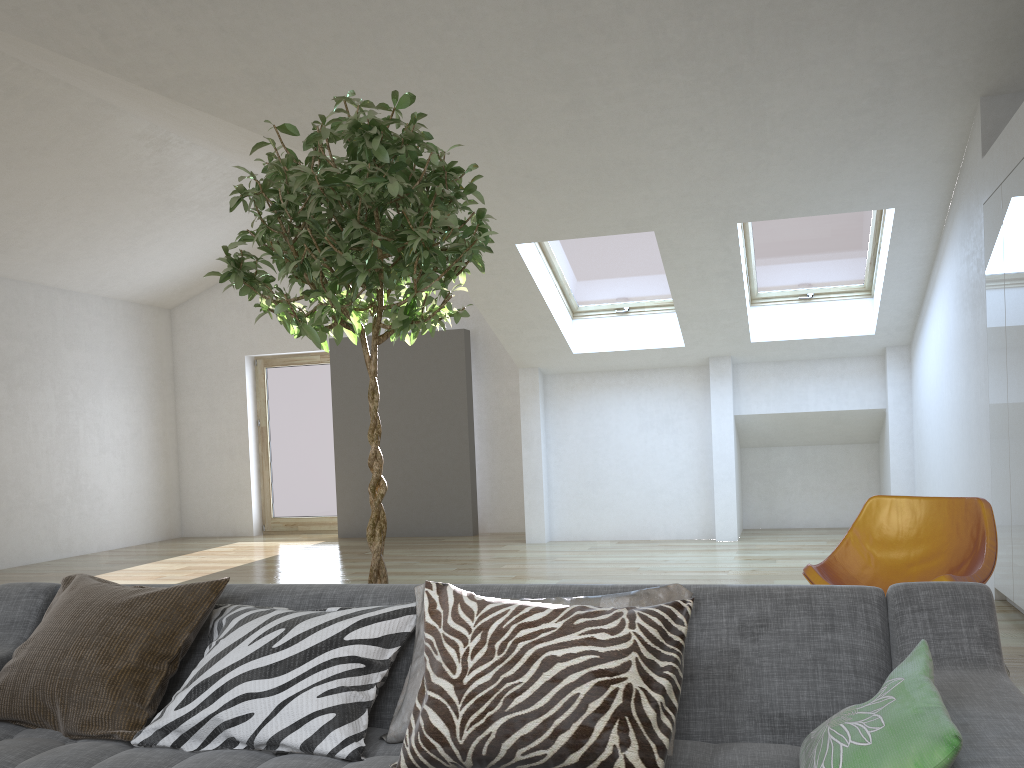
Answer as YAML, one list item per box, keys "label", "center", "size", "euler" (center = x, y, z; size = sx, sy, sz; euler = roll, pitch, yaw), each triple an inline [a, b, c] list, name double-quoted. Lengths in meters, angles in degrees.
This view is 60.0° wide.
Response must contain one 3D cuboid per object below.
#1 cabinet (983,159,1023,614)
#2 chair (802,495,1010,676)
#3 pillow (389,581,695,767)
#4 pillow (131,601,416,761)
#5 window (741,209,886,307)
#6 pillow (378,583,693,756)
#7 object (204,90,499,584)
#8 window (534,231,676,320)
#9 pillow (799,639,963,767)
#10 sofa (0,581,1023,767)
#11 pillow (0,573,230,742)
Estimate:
- label: "cabinet"
  center: [2.462, 0.067, 4.197]
  size: [0.122, 2.244, 1.767]
  euler: [-2, 0, 17]
- label: "chair"
  center: [1.557, 0.825, 3.537]
  size: [0.719, 0.723, 0.653]
  euler: [-1, -1, -44]
- label: "pillow"
  center: [0.061, 0.559, 1.691]
  size: [0.565, 0.341, 0.277]
  euler: [-3, -1, 19]
- label: "pillow"
  center: [-0.507, 0.647, 1.965]
  size: [0.569, 0.284, 0.352]
  euler: [-3, -2, 15]
- label: "window"
  center: [2.399, -1.052, 7.120]
  size: [1.496, 0.729, 1.873]
  euler: [-3, -3, 16]
- label: "pillow"
  center: [0.047, 0.596, 1.873]
  size: [0.652, 0.319, 0.258]
  euler: [-3, -1, 15]
- label: "object"
  center: [-0.428, 0.187, 2.566]
  size: [0.819, 2.022, 0.794]
  euler: [-2, 1, -6]
- label: "window"
  center: [0.837, -0.964, 7.510]
  size: [1.496, 0.729, 1.873]
  euler: [-3, -3, 16]
- label: "pillow"
  center: [0.574, 0.580, 1.436]
  size: [0.231, 0.261, 0.436]
  euler: [-3, -2, 18]
- label: "sofa"
  center: [-0.311, 0.803, 1.787]
  size: [2.502, 0.684, 1.008]
  euler: [-3, -2, 14]
- label: "pillow"
  center: [-1.001, 0.646, 2.133]
  size: [0.583, 0.338, 0.306]
  euler: [-3, -1, 24]
